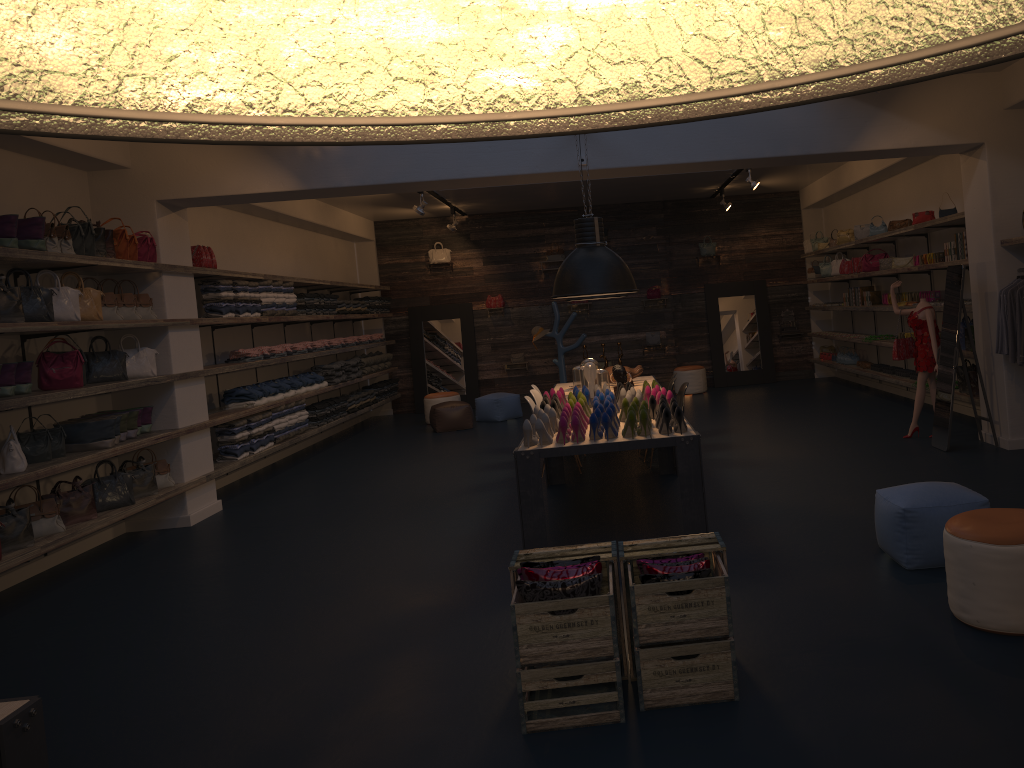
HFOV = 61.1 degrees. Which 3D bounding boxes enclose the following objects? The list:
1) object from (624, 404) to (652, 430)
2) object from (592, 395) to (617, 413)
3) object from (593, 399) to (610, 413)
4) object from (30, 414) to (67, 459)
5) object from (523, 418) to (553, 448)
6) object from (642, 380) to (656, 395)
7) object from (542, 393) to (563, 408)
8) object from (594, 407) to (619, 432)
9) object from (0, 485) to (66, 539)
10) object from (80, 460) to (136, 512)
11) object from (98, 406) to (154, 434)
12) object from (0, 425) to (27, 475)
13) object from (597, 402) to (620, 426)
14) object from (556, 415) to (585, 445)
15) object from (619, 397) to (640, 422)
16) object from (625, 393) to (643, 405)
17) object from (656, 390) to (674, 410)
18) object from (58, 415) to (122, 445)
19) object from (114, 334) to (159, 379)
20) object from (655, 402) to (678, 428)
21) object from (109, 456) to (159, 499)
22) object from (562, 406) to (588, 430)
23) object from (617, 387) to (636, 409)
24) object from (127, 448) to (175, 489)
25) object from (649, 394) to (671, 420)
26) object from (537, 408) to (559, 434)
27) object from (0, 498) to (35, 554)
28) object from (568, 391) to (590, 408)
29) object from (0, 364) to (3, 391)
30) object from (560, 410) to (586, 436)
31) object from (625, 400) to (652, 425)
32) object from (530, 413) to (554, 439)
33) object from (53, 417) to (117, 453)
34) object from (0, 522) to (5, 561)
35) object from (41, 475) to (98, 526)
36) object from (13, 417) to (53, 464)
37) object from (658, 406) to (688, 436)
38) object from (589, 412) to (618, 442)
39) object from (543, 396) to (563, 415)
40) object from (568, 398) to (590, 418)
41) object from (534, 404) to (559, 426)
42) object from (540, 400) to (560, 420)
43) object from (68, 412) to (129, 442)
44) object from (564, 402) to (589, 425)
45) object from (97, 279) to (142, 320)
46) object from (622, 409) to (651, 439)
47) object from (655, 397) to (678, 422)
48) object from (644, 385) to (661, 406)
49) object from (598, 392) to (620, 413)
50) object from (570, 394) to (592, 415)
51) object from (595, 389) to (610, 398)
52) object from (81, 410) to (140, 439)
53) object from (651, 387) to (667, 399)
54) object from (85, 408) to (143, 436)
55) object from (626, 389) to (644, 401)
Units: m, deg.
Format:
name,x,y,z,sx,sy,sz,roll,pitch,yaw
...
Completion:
name,x,y,z,sx,sy,sz,roll,pitch,yaw
object,0.888,0.236,6.161,0.202,0.195,0.243,-5,3,3
object,0.742,0.180,7.015,0.208,0.195,0.243,-5,3,2
object,0.699,0.208,6.708,0.202,0.195,0.243,-5,3,3
object,-3.324,0.380,6.211,0.256,0.328,0.100,-7,3,-42
object,0.162,0.319,5.839,0.199,0.195,0.247,-4,3,8
object,1.288,0.051,8.094,0.202,0.195,0.243,-5,3,3
object,0.343,0.172,7.512,0.202,0.195,0.243,-5,3,3
object,0.656,0.252,6.187,0.202,0.195,0.243,-5,3,3
object,-3.281,0.866,5.891,0.164,0.366,0.417,-3,4,43
object,-3.125,0.774,6.708,0.177,0.385,0.460,-3,3,37
object,-3.300,0.327,7.449,0.441,0.235,0.168,-6,3,-19
object,-3.302,0.425,5.725,0.167,0.308,0.315,-6,3,-29
object,0.700,0.228,6.448,0.203,0.195,0.241,-5,3,0
object,0.389,0.299,5.863,0.204,0.195,0.241,-5,3,0
object,0.918,0.191,6.701,0.202,0.195,0.243,-5,3,3
object,0.982,0.162,7.004,0.202,0.195,0.243,-5,3,3
object,1.226,0.142,7.004,0.204,0.195,0.240,-5,3,-1
object,-3.245,0.378,6.715,0.448,0.231,0.165,-7,3,-27
object,-3.233,-0.235,7.377,0.463,0.385,0.176,-8,4,-44
object,1.116,0.216,6.179,0.202,0.195,0.243,-5,3,3
object,-3.074,0.768,7.103,0.199,0.338,0.409,-3,4,43
object,0.450,0.250,6.418,0.199,0.195,0.246,-4,3,7
object,1.004,0.117,7.541,0.204,0.195,0.240,-5,3,-2
object,-3.122,0.732,7.434,0.164,0.366,0.417,-3,4,43
object,1.143,0.169,6.744,0.197,0.195,0.249,-4,3,11
object,0.247,0.268,6.403,0.210,0.195,0.233,-5,3,-11
object,-3.236,0.905,5.525,0.199,0.338,0.409,-3,4,43
object,0.565,0.152,7.541,0.200,0.195,0.245,-4,3,6
object,-3.449,0.012,5.463,0.446,0.235,0.166,-6,3,-24
object,0.416,0.274,6.148,0.202,0.195,0.243,-5,3,3
object,0.933,0.212,6.420,0.205,0.195,0.239,-5,3,-2
object,0.192,0.294,6.124,0.207,0.195,0.236,-5,3,-6
object,-3.203,0.388,6.545,0.441,0.231,0.168,-6,3,-19
object,-3.288,0.906,5.199,0.177,0.385,0.462,-3,4,40
object,-3.179,0.841,6.270,0.199,0.338,0.408,-3,4,40
object,-3.337,0.394,6.048,0.256,0.328,0.100,-7,3,-42
object,1.090,0.240,5.897,0.202,0.195,0.243,-5,3,3
object,0.610,0.279,5.897,0.197,0.195,0.248,-4,3,10
object,0.344,0.193,7.253,0.197,0.195,0.248,-4,3,10
object,0.519,0.202,6.959,0.202,0.195,0.243,-5,3,3
object,0.259,0.243,6.706,0.197,0.195,0.249,-4,3,11
object,0.296,0.218,6.979,0.205,0.195,0.239,-5,3,-2
object,-3.271,0.368,6.897,0.446,0.235,0.166,-6,3,-25
object,0.487,0.227,6.681,0.197,0.195,0.248,-4,3,10
object,-3.286,-0.686,7.143,0.164,0.366,0.417,-3,4,43
object,0.842,0.261,5.889,0.206,0.195,0.238,-5,3,-5
object,1.160,0.190,6.460,0.202,0.195,0.243,-5,3,3
object,1.226,0.097,7.569,0.202,0.195,0.243,-5,3,3
object,0.798,0.155,7.277,0.202,0.195,0.243,-5,3,3
object,0.558,0.176,7.248,0.202,0.195,0.243,-5,3,3
object,0.796,0.133,7.553,0.202,0.195,0.243,-5,3,3
object,-3.267,0.353,7.087,0.442,0.235,0.167,-6,3,-21
object,1.244,0.118,7.288,0.198,0.195,0.247,-4,3,9
object,-3.310,0.343,7.257,0.446,0.235,0.166,-6,3,-25
object,1.027,0.136,7.284,0.202,0.195,0.243,-5,3,3
